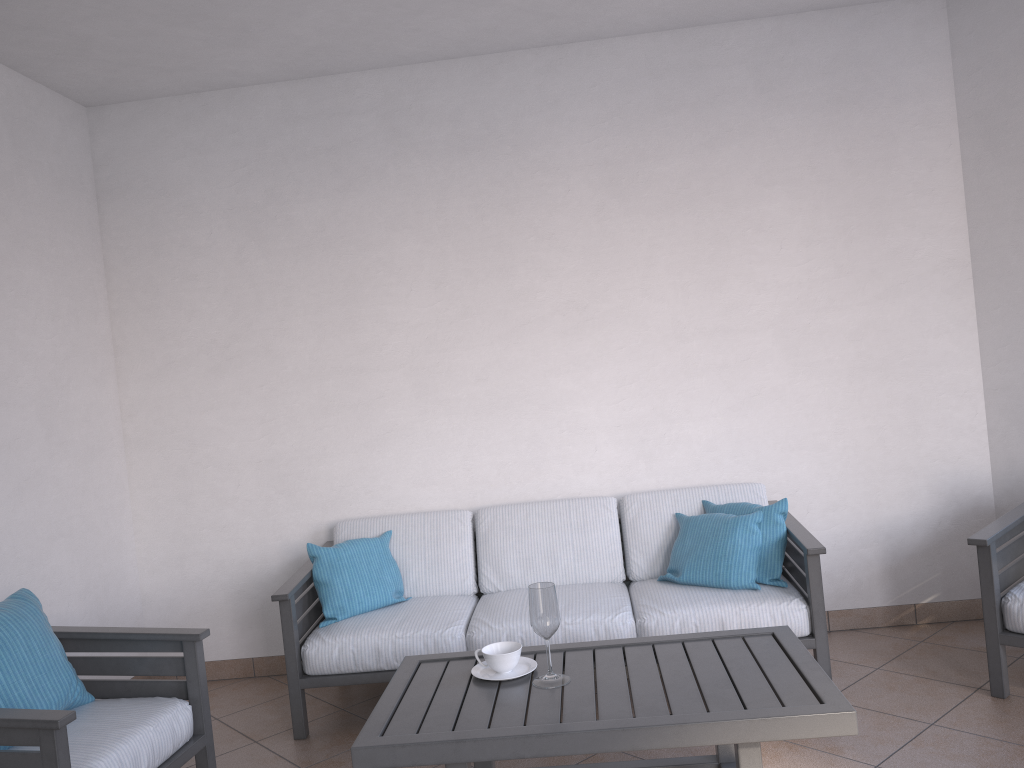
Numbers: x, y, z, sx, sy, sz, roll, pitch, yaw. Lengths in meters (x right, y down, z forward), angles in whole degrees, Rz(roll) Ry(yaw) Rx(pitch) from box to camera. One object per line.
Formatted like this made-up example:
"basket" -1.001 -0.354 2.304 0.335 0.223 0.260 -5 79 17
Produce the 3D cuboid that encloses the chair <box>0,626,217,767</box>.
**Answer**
"chair" -1.497 1.121 2.790 0.807 0.765 0.797 -6 1 10

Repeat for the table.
"table" 0.265 1.087 2.563 1.260 0.473 0.710 -6 1 4

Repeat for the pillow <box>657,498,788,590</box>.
"pillow" 0.899 0.685 3.742 0.543 0.370 0.377 -5 1 44

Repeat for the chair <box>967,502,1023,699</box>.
"chair" 2.257 0.721 3.223 0.807 0.765 0.797 -7 1 -40

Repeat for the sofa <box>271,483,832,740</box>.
"sofa" 0.167 0.930 3.839 2.161 0.765 0.807 -6 1 4

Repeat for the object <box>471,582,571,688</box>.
"object" 0.001 0.738 2.656 0.203 0.284 0.337 -7 1 -35
